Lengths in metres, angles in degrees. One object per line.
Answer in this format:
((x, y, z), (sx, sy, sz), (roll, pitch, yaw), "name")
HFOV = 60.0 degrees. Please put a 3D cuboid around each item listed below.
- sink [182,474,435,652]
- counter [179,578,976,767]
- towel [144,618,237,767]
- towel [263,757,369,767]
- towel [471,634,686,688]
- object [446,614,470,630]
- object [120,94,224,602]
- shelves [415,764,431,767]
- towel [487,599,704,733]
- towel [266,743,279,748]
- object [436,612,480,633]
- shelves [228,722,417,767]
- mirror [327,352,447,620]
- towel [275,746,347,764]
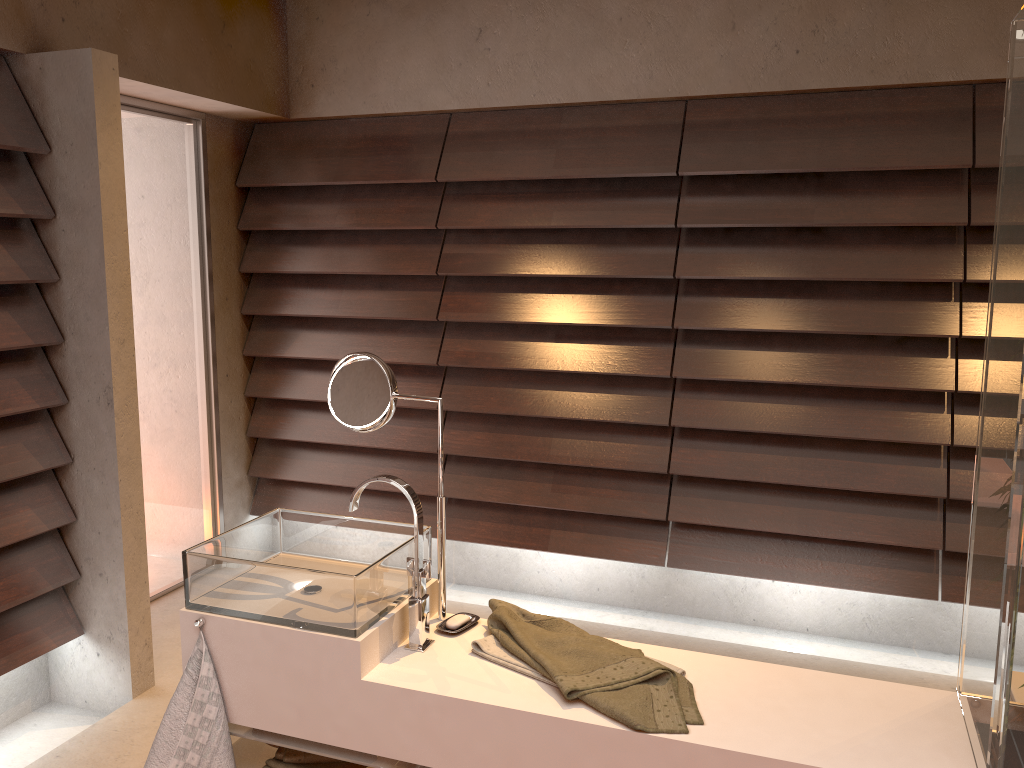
((-0.394, 0.359, 1.901), (0.486, 0.357, 0.340), (3, 9, 20), "sink")
((0.744, 0.863, 1.551), (2.931, 0.686, 0.350), (3, 9, 20), "counter")
((-0.664, 0.781, 1.824), (0.252, 0.598, 0.121), (1, 8, 4), "towel")
((-0.418, 0.813, 1.934), (0.206, 0.034, 0.198), (5, 10, 29), "towel")
((0.124, 0.547, 1.769), (0.394, 0.027, 0.202), (7, 11, 40), "towel")
((-0.119, 0.521, 1.946), (0.035, 0.016, 0.066), (5, 10, 32), "object")
((-1.515, -0.089, 3.442), (0.090, 2.000, 1.007), (3, 9, 20), "object")
((0.067, 0.951, 1.795), (0.487, 0.436, 0.368), (3, 9, 18), "shelves")
((0.159, 0.533, 1.758), (0.258, 0.057, 0.571), (-4, 10, -28), "towel")
((-0.483, 0.790, 2.067), (0.180, 0.040, 0.196), (6, 10, 33), "towel")
((-0.118, 0.528, 1.947), (0.065, 0.011, 0.108), (6, 10, 33), "object")
((-0.395, 0.920, 1.995), (0.487, 0.436, 0.368), (3, 9, 20), "shelves")
((-0.282, 0.223, 2.029), (0.316, 0.589, 0.074), (4, 9, 22), "mirror")
((-0.421, 0.792, 1.981), (0.192, 0.062, 0.192), (0, 8, -1), "towel")
